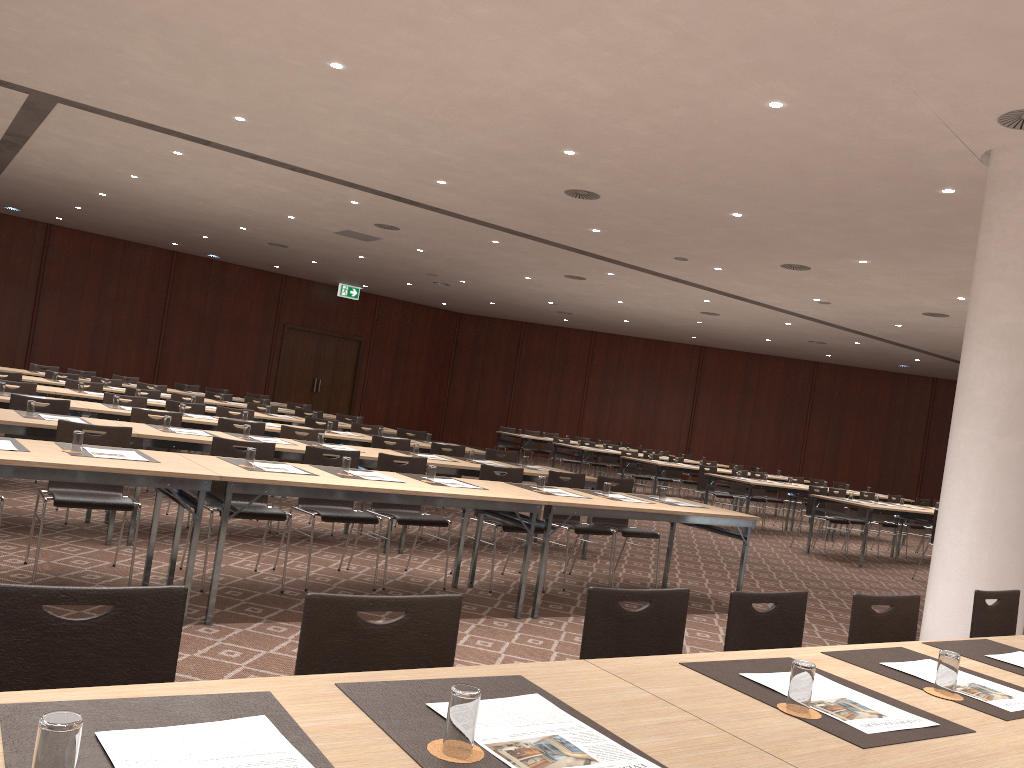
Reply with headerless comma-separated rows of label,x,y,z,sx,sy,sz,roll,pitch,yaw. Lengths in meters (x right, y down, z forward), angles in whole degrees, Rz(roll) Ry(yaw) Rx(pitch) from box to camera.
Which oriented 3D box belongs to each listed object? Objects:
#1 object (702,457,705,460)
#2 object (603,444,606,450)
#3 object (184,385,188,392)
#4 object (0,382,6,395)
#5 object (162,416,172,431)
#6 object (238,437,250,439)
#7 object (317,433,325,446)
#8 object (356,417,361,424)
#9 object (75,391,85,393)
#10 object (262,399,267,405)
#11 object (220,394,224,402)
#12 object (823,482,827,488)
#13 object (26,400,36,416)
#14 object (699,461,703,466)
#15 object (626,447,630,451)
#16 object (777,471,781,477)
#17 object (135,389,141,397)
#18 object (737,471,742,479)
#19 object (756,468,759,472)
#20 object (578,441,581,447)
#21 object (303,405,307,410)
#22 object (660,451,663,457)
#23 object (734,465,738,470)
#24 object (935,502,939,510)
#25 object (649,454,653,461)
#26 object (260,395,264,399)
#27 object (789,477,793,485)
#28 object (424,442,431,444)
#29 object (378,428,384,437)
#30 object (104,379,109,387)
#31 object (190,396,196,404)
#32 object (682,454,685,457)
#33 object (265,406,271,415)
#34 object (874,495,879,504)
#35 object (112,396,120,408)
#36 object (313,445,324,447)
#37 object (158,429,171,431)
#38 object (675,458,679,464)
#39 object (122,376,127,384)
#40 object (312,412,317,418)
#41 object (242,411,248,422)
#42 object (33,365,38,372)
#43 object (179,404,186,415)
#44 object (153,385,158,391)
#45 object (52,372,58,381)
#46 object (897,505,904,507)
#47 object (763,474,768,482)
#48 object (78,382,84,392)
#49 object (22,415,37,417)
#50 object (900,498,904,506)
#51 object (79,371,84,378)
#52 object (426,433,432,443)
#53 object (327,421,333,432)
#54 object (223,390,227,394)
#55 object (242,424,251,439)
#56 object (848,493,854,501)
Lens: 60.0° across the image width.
object,4.186,1.650,19.358,0.054,0.114,0.054,8,-1,21
object,1.840,1.253,17.686,0.054,0.114,0.054,8,-1,44
object,-5.479,0.071,14.908,0.054,0.114,0.054,9,-1,-1
object,-4.681,0.039,8.137,0.054,0.114,0.054,9,-1,-1
object,-2.744,0.310,7.055,0.054,0.114,0.054,9,-1,-1
object,-2.246,0.453,7.436,0.102,0.001,0.102,7,-2,44
object,-1.685,0.489,7.808,0.054,0.114,0.054,9,-1,-1
object,-2.147,0.523,12.393,0.054,0.114,0.054,8,-1,21
object,-5.032,0.093,10.329,0.102,0.001,0.102,7,-2,44
object,-3.812,0.297,13.658,0.054,0.114,0.054,9,-1,-1
object,-4.339,0.208,13.270,0.054,0.114,0.054,9,-1,-1
object,5.420,1.747,15.339,0.054,0.114,0.054,8,-1,21
object,-3.530,0.178,6.504,0.054,0.114,0.054,9,-1,-1
object,3.501,1.478,16.410,0.054,0.114,0.054,8,-1,44
object,2.358,1.340,18.051,0.054,0.114,0.054,8,-1,44
object,5.331,1.787,17.710,0.054,0.114,0.054,8,-1,21
object,-4.517,0.122,10.708,0.054,0.114,0.054,9,-1,-1
object,3.598,1.439,14.028,0.054,0.114,0.054,8,-1,44
object,4.803,1.698,17.341,0.054,0.114,0.054,8,-1,21
object,1.311,1.163,17.293,0.054,0.114,0.054,8,-1,44
object,-3.281,0.387,14.026,0.054,0.114,0.054,8,-1,21
object,3.135,1.472,18.607,0.054,0.114,0.054,8,-1,21
object,4.288,1.611,16.969,0.054,0.114,0.054,8,-1,21
object,6.571,1.886,13.696,0.054,0.114,0.054,8,-1,21
object,2.453,1.301,15.660,0.054,0.114,0.054,8,-1,44
object,-4.422,0.249,15.664,0.054,0.114,0.054,8,-1,21
object,4.646,1.616,14.779,0.054,0.114,0.054,8,-1,44
object,-1.011,0.717,10.749,0.102,0.001,0.102,9,-1,-24
object,-1.537,0.570,10.376,0.054,0.114,0.054,9,-1,-1
object,-5.642,-0.013,12.335,0.054,0.114,0.054,9,-1,-1
object,-3.983,0.212,11.073,0.054,0.114,0.054,9,-1,-1
object,3.660,1.561,18.987,0.054,0.114,0.054,8,-1,21
object,-3.200,0.345,11.627,0.054,0.114,0.054,9,-1,-1
object,5.253,1.663,12.769,0.054,0.114,0.054,8,-1,44
object,-3.882,0.174,8.694,0.054,0.114,0.054,9,-1,-1
object,-1.711,0.544,7.807,0.102,0.001,0.102,7,-2,44
object,-2.763,0.365,7.048,0.102,0.001,0.102,7,-2,44
object,2.978,1.389,16.034,0.054,0.114,0.054,8,-1,44
object,-6.272,-0.063,14.349,0.054,0.114,0.054,9,-1,-1
object,-2.673,0.434,12.018,0.054,0.114,0.054,9,-1,-1
object,-2.846,0.349,9.453,0.054,0.114,0.054,9,-1,-1
object,-7.311,-0.239,13.607,0.054,0.114,0.054,9,-1,-1
object,-3.373,0.260,9.076,0.054,0.114,0.054,9,-1,-1
object,-5.115,0.076,12.715,0.054,0.114,0.054,9,-1,-1
object,-6.163,-0.101,11.963,0.054,0.114,0.054,9,-1,-1
object,5.758,1.807,13.146,0.102,0.001,0.102,7,-2,44
object,4.117,1.526,14.395,0.054,0.114,0.054,8,-1,44
object,-5.023,0.036,10.337,0.054,0.114,0.054,9,-1,-1
object,-3.545,0.234,6.507,0.102,0.001,0.102,7,-2,44
object,5.780,1.752,13.141,0.054,0.114,0.054,8,-1,44
object,-6.787,-0.151,13.981,0.054,0.114,0.054,9,-1,-1
object,-1.010,0.660,10.761,0.054,0.114,0.054,8,-1,21
object,-2.056,0.483,10.005,0.054,0.114,0.054,9,-1,-1
object,-4.948,0.160,15.292,0.054,0.114,0.054,9,-1,-1
object,-2.225,0.398,7.437,0.054,0.114,0.054,9,-1,-1
object,4.737,1.576,12.391,0.054,0.114,0.054,8,-1,44
